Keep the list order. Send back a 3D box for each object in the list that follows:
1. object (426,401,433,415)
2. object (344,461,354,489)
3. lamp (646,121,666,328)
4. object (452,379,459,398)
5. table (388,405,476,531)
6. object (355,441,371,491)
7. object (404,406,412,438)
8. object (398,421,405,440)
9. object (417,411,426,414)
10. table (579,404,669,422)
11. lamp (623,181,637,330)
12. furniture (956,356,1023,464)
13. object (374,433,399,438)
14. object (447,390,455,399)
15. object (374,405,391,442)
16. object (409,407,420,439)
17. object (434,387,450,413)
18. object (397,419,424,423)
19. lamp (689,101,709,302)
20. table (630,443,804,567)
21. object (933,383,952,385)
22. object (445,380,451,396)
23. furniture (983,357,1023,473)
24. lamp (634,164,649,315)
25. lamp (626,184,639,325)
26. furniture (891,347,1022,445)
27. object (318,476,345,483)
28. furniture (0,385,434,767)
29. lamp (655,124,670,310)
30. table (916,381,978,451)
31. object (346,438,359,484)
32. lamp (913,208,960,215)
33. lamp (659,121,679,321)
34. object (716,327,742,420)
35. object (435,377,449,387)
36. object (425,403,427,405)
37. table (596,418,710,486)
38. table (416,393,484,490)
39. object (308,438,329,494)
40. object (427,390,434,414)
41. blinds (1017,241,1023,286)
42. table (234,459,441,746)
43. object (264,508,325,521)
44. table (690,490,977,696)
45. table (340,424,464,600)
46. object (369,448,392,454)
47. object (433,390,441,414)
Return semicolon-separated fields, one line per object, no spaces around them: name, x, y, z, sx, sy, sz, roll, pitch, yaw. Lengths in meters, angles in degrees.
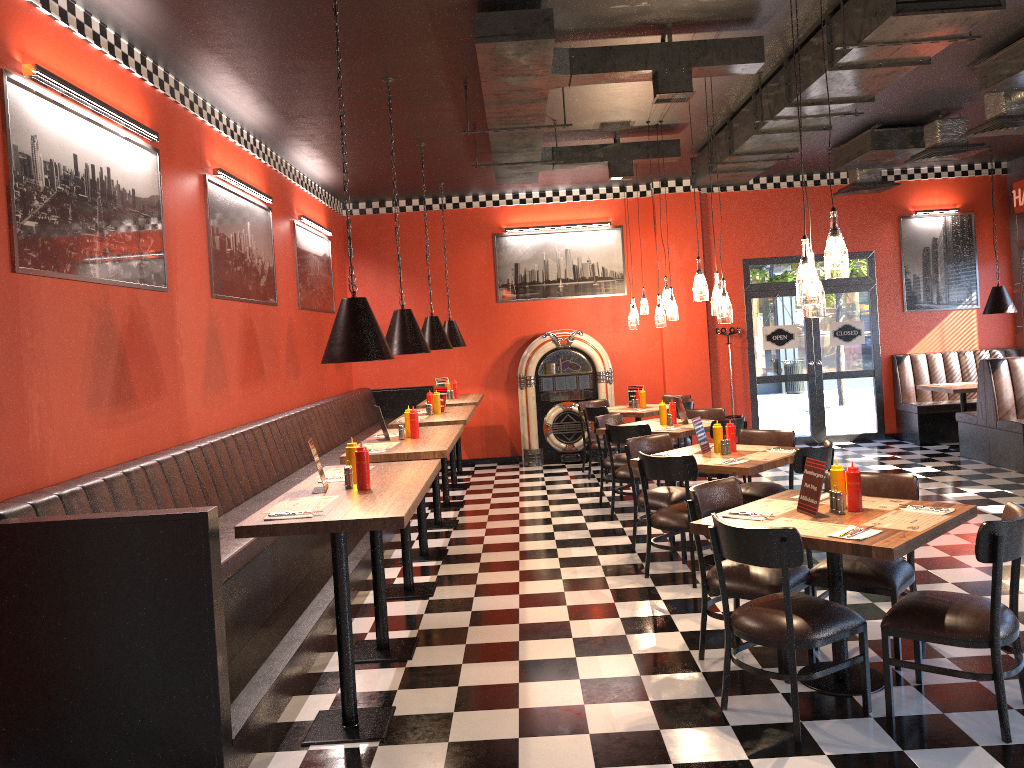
object;-0.804;0.234;8.606;0.047;0.136;0.093;-4;1;-34
object;-0.820;0.453;4.445;0.047;0.136;0.094;-4;1;-8
lamp;1.350;-1.514;8.394;0.108;1.965;0.108;-3;0;12
object;-0.697;0.057;10.875;0.068;0.238;0.068;-4;1;-6
table;-0.714;0.791;8.696;0.695;0.999;1.694;-4;2;1
object;-0.734;0.400;4.354;0.068;0.238;0.068;-4;1;-24
object;-0.770;0.282;6.651;0.068;0.238;0.068;-3;1;10
object;-0.817;0.343;6.546;0.047;0.136;0.094;-4;1;-9
object;-0.911;0.281;8.935;0.255;0.019;0.157;-4;3;-3
table;1.496;0.672;10.519;0.958;0.773;0.959;-5;3;-44
lamp;1.387;-1.633;10.615;0.108;1.965;0.108;-4;0;-18
furniture;6.025;0.228;10.005;1.709;1.154;0.706;-4;1;1
object;-0.937;0.393;6.840;0.255;0.019;0.157;-4;3;-3
object;-0.749;0.117;10.770;0.094;0.136;0.046;-4;1;-19
object;-0.963;0.289;6.570;0.072;0.257;0.188;-4;1;-20
object;-0.726;0.284;6.568;0.068;0.238;0.068;-3;1;21
object;-0.716;0.158;8.776;0.188;0.257;0.072;-2;1;42
object;-0.917;0.330;8.015;0.255;0.019;0.157;-4;3;-3
lamp;1.306;-1.579;6.395;0.108;1.965;0.108;-4;0;-27
table;1.545;0.887;6.350;0.958;0.773;0.959;-5;3;-44
object;5.418;0.000;11.141;0.157;0.019;0.255;-3;3;1
object;-0.789;0.062;10.886;0.068;0.238;0.068;-4;1;-6
furniture;6.019;0.265;9.299;1.709;1.154;0.706;-4;1;1
lamp;1.518;-1.807;10.511;0.108;1.965;0.108;-3;1;33
lamp;1.396;-1.686;10.493;0.108;1.965;0.108;-3;1;43
furniture;6.040;0.139;11.687;1.709;1.154;0.706;-4;1;1
object;-0.906;0.501;4.740;0.255;0.019;0.157;-4;3;-3
furniture;-1.623;0.823;7.733;1.104;1.148;8.767;-4;3;1
lamp;1.442;-1.699;8.535;0.108;1.965;0.108;-4;1;-43
table;6.037;0.374;10.847;1.691;0.773;0.957;-4;2;1
object;-0.818;0.394;4.561;0.068;0.238;0.068;-4;1;-24
lamp;5.741;-2.331;11.986;0.610;0.056;0.081;-4;2;1
lamp;1.468;-1.581;8.407;0.108;1.965;0.108;-4;0;-17
object;2.932;0.072;11.833;0.374;1.658;0.375;-3;1;23
object;-0.845;0.051;10.971;0.188;0.257;0.072;-5;1;-39
object;-0.867;0.215;10.150;0.255;0.019;0.157;-4;3;-3
table;1.505;0.778;8.491;0.958;0.773;0.959;-5;3;-44
table;-0.696;0.678;10.836;0.695;0.999;1.694;-4;2;1
object;-0.964;0.402;4.410;0.072;0.257;0.188;-4;1;-8
object;-0.804;0.176;8.726;0.068;0.238;0.068;-4;1;-5
blinds;6.788;-1.023;10.821;0.099;1.634;1.871;-4;2;1
table;-0.750;1.015;4.466;0.695;0.999;1.694;-4;2;1
object;-0.922;0.552;3.780;0.255;0.019;0.157;-4;3;-3
table;1.541;1.001;4.188;0.962;0.773;0.956;-5;3;-44
table;-0.732;0.903;6.586;0.695;0.999;1.694;-4;2;1
object;-0.922;0.442;5.873;0.255;0.019;0.157;-4;3;-3
object;-0.734;0.175;8.664;0.068;0.238;0.068;-4;1;-10
